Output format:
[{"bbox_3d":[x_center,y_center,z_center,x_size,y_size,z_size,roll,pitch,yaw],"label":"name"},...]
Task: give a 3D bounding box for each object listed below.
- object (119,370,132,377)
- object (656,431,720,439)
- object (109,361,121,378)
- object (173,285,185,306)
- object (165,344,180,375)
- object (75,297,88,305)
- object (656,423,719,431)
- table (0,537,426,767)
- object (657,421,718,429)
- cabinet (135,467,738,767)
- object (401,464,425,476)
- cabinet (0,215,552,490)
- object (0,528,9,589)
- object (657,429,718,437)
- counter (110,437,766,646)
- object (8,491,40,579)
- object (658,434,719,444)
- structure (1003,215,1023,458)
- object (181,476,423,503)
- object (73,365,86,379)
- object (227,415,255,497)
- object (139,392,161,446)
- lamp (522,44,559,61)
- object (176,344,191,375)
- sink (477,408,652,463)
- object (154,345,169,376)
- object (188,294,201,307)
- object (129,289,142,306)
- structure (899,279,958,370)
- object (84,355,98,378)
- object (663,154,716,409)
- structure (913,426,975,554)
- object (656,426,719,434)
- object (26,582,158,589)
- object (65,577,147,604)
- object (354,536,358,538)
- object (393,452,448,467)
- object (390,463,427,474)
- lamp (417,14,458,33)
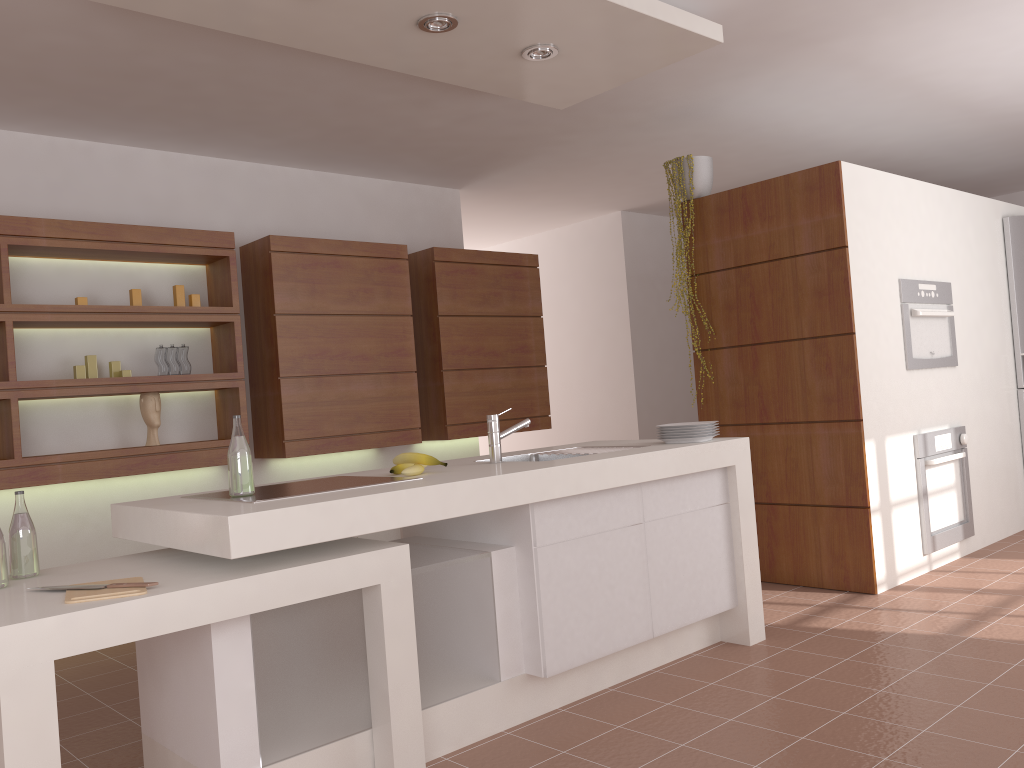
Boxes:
[{"bbox_3d":[-1.890,-0.047,4.337,0.044,0.040,0.044,-4,-1,-42],"label":"object"},{"bbox_3d":[0.695,0.207,3.497,0.228,0.020,0.228,-5,-1,30],"label":"object"},{"bbox_3d":[-1.956,-0.066,4.373,0.044,0.090,0.044,-4,-1,-42],"label":"object"},{"bbox_3d":[-1.693,-0.440,4.509,0.044,0.120,0.044,-4,-1,-42],"label":"object"},{"bbox_3d":[-1.726,-0.119,4.511,0.065,0.165,0.054,-4,-1,-26],"label":"object"},{"bbox_3d":[-2.008,-0.387,4.133,0.044,0.049,0.044,-4,-1,-42],"label":"object"},{"bbox_3d":[0.693,0.176,3.498,0.228,0.020,0.228,-5,-1,30],"label":"object"},{"bbox_3d":[-0.875,0.808,2.363,1.003,0.647,0.737,-4,-1,-42],"label":"table"},{"bbox_3d":[0.692,0.166,3.498,0.228,0.020,0.228,-5,-1,30],"label":"object"},{"bbox_3d":[-0.139,0.736,3.033,2.048,0.700,0.737,-4,-1,-42],"label":"cabinet"},{"bbox_3d":[-0.315,0.278,2.890,0.060,0.033,0.207,-4,-1,3],"label":"object"},{"bbox_3d":[-1.770,-0.161,4.779,4.718,1.200,0.754,-4,-1,-42],"label":"cabinet"},{"bbox_3d":[-1.310,0.399,2.225,0.071,0.230,0.071,-5,-1,29],"label":"object"},{"bbox_3d":[0.694,0.197,3.497,0.228,0.020,0.228,-5,-1,30],"label":"object"},{"bbox_3d":[-0.104,0.684,3.075,2.156,0.800,0.821,-4,-1,-42],"label":"counter"},{"bbox_3d":[-1.309,0.401,2.371,0.071,0.230,0.071,-5,-1,29],"label":"object"},{"bbox_3d":[0.696,0.217,3.497,0.228,0.020,0.228,-5,-1,30],"label":"object"},{"bbox_3d":[3.310,-0.124,5.578,0.604,1.862,0.089,-4,-1,-42],"label":"structure"},{"bbox_3d":[-0.638,0.315,2.694,0.551,0.006,0.493,-4,-1,-42],"label":"object"},{"bbox_3d":[-2.050,-0.052,4.206,0.044,0.070,0.044,-4,-1,-42],"label":"object"},{"bbox_3d":[-0.778,0.204,2.533,0.071,0.230,0.071,-5,-1,29],"label":"object"},{"bbox_3d":[-1.799,0.166,4.424,0.100,0.284,0.100,-4,-1,-12],"label":"object"},{"bbox_3d":[0.108,-1.308,3.450,0.143,0.059,0.143,-4,-1,-14],"label":"lamp"},{"bbox_3d":[-1.679,-0.122,4.535,0.065,0.165,0.054,-4,-1,-26],"label":"object"},{"bbox_3d":[0.174,0.261,3.366,0.668,0.368,0.404,-4,-1,-42],"label":"sink"},{"bbox_3d":[-1.773,-0.115,4.488,0.065,0.165,0.054,-4,-1,-26],"label":"object"},{"bbox_3d":[-1.620,-0.420,4.526,0.044,0.070,0.044,-4,-1,-42],"label":"object"},{"bbox_3d":[-1.841,-0.421,4.336,0.044,0.099,0.044,-4,-1,-42],"label":"object"},{"bbox_3d":[2.187,-0.312,4.594,0.614,0.454,0.056,-4,-1,-42],"label":"structure"},{"bbox_3d":[-2.028,-0.077,4.275,0.044,0.120,0.044,-4,-1,-42],"label":"object"},{"bbox_3d":[0.975,-0.538,4.744,0.297,1.344,0.279,-5,-1,7],"label":"object"},{"bbox_3d":[2.251,0.534,4.585,0.596,0.592,0.058,-4,-1,-42],"label":"structure"},{"bbox_3d":[0.694,0.186,3.497,0.228,0.020,0.228,-5,-1,30],"label":"object"},{"bbox_3d":[-1.006,0.479,2.097,0.375,0.008,0.041,-5,-1,15],"label":"object"},{"bbox_3d":[-0.952,0.481,2.077,0.168,0.006,0.266,-4,-1,-25],"label":"object"},{"bbox_3d":[-0.921,0.912,5.218,0.296,0.546,0.087,-4,-1,-26],"label":"object"},{"bbox_3d":[-0.313,0.251,2.921,0.207,0.055,0.047,-5,-1,25],"label":"object"},{"bbox_3d":[-0.365,0.284,2.985,0.060,0.033,0.207,-5,-1,28],"label":"object"},{"bbox_3d":[-0.261,-1.285,3.115,0.143,0.059,0.143,-4,-1,-14],"label":"lamp"}]
